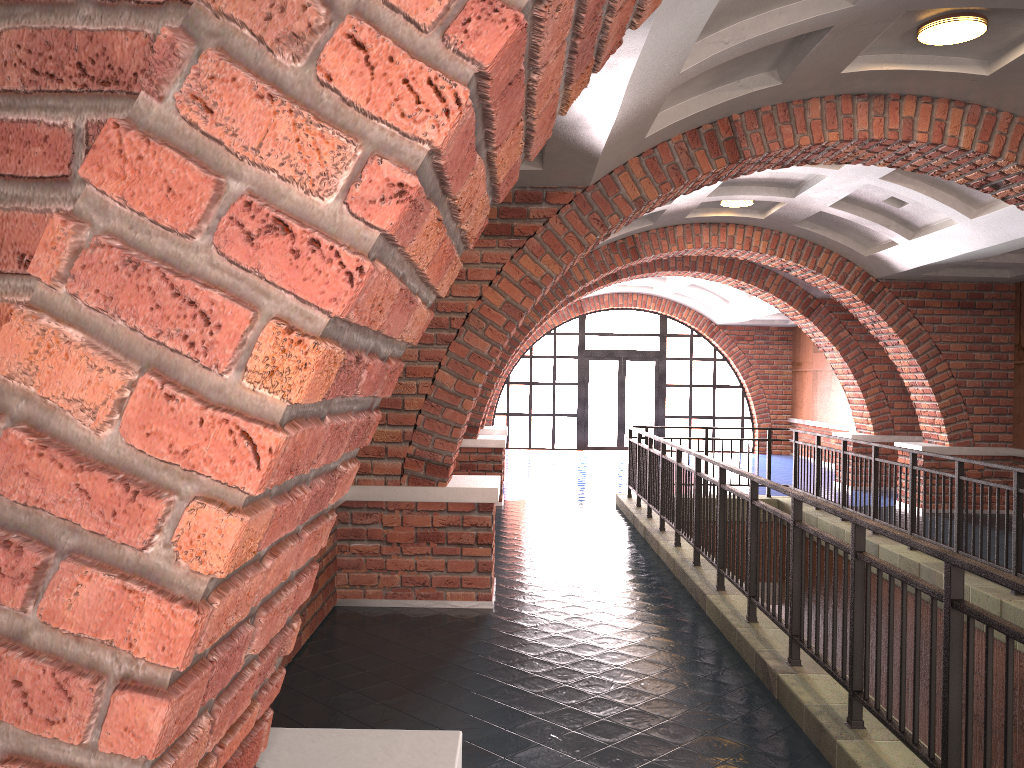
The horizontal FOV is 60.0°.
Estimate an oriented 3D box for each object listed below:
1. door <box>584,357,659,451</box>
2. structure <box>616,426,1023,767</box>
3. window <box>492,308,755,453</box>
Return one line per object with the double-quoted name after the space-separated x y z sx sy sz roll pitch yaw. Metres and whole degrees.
2.606 0.471 21.119 1.754 2.236 0.040 1 0 0 "door"
2.582 3.425 6.586 2.464 5.665 11.177 1 0 0 "structure"
2.668 -0.096 21.112 6.353 3.471 0.100 1 0 0 "window"
